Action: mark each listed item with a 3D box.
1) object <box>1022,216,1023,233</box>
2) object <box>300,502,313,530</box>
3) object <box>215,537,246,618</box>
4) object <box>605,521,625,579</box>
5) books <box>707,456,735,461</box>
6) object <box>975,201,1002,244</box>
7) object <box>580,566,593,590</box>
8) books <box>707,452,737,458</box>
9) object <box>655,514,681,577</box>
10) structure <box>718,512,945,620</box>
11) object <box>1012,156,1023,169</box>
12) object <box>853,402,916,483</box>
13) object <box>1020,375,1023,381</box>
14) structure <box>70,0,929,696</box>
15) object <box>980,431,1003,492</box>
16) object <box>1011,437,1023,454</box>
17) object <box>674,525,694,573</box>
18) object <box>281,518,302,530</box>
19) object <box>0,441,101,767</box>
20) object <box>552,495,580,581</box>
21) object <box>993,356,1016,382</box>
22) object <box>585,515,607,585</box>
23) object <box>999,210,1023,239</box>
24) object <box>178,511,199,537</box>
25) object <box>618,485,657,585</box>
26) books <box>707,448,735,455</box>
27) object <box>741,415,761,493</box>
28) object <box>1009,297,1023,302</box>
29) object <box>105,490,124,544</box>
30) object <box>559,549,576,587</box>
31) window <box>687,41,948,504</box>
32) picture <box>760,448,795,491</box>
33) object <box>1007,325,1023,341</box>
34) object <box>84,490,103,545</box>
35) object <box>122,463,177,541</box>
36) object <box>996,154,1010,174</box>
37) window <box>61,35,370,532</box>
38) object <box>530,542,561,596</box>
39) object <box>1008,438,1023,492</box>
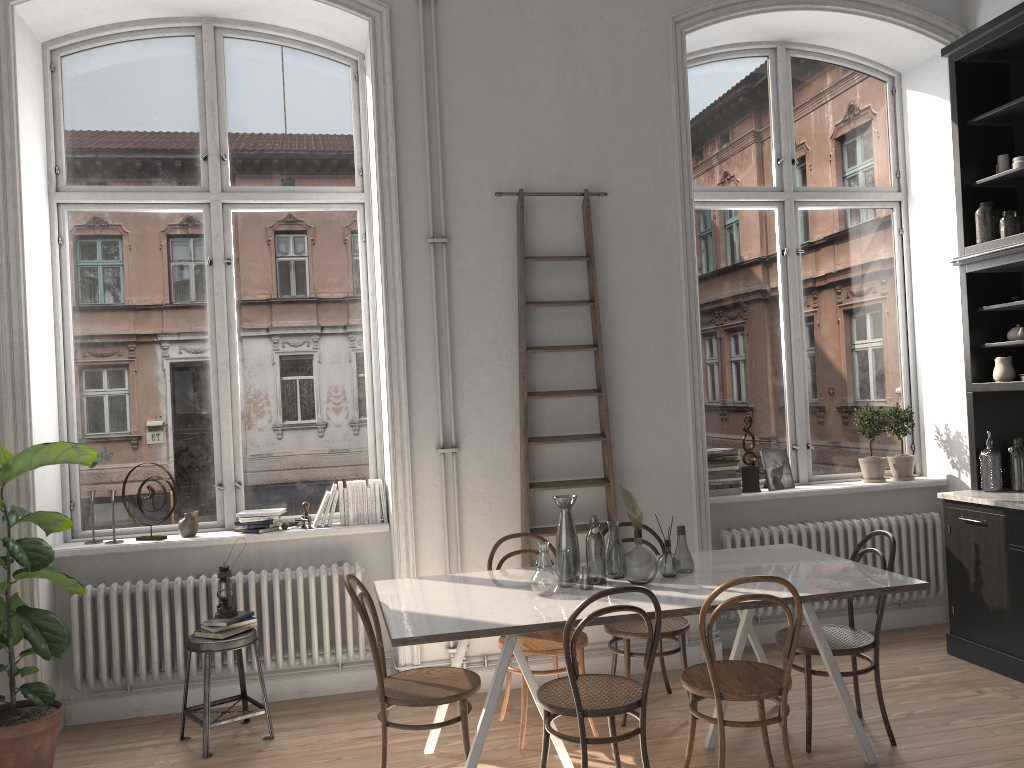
[{"bbox_3d":[3.002,-0.898,5.155,0.114,0.155,0.114,-3,-1,33],"label":"object"},{"bbox_3d":[-1.168,0.744,5.034,0.048,0.153,0.088,-2,-1,-42],"label":"object"},{"bbox_3d":[-1.429,0.978,4.494,0.163,0.383,0.154,-2,-1,-39],"label":"object"},{"bbox_3d":[0.469,0.758,4.057,0.098,0.255,0.100,-2,-1,-36],"label":"object"},{"bbox_3d":[1.285,0.471,5.630,0.231,0.023,0.162,-3,-1,3],"label":"books"},{"bbox_3d":[2.759,-0.928,5.129,0.118,0.238,0.118,-2,-1,-27],"label":"object"},{"bbox_3d":[0.322,0.842,3.851,0.058,0.094,0.058,-3,-1,16],"label":"object"},{"bbox_3d":[1.297,0.448,5.633,0.205,0.020,0.155,-3,-1,-12],"label":"books"},{"bbox_3d":[0.707,0.731,4.025,0.107,0.283,0.107,-3,-1,-17],"label":"object"},{"bbox_3d":[2.005,1.137,5.612,1.577,0.552,0.194,-3,-1,-12],"label":"structure"},{"bbox_3d":[2.907,-1.243,5.060,0.096,0.095,0.096,-3,-1,22],"label":"object"},{"bbox_3d":[2.479,0.385,5.900,0.500,0.524,0.234,-2,-1,-23],"label":"object"},{"bbox_3d":[2.944,-0.037,4.974,0.180,0.037,0.180,-2,-1,-27],"label":"object"},{"bbox_3d":[0.136,-0.535,5.162,5.181,4.473,0.340,-3,-1,-12],"label":"structure"},{"bbox_3d":[2.770,0.444,5.132,0.109,0.349,0.109,-2,-1,-31],"label":"object"},{"bbox_3d":[2.978,0.461,5.192,0.086,0.301,0.086,-3,-1,2],"label":"object"},{"bbox_3d":[0.791,0.764,4.120,0.101,0.211,0.101,-3,-1,27],"label":"object"},{"bbox_3d":[-1.261,0.801,5.069,0.088,0.048,0.153,-3,-1,27],"label":"object"},{"bbox_3d":[0.248,0.759,4.328,5.827,1.842,0.792,-3,-1,-7],"label":"object"},{"bbox_3d":[0.251,0.704,4.051,0.116,0.383,0.116,-3,-1,-1],"label":"object"},{"bbox_3d":[2.840,-0.084,5.113,0.127,0.144,0.115,-2,-1,-34],"label":"object"},{"bbox_3d":[0.373,0.737,3.962,0.086,0.301,0.086,-3,-1,-27],"label":"object"},{"bbox_3d":[2.810,-0.892,4.994,0.114,0.155,0.114,-3,-1,-9],"label":"object"},{"bbox_3d":[-1.800,0.778,4.931,0.100,0.142,0.102,-2,-1,-38],"label":"object"},{"bbox_3d":[0.555,0.655,3.913,0.157,0.446,0.157,-3,-1,6],"label":"object"},{"bbox_3d":[1.289,0.427,5.641,0.201,0.024,0.159,-2,-1,-22],"label":"books"},{"bbox_3d":[1.520,0.446,5.686,0.122,0.488,0.102,-3,-1,12],"label":"object"},{"bbox_3d":[2.946,-0.484,5.185,0.071,0.047,0.071,-3,-1,25],"label":"object"},{"bbox_3d":[-2.173,0.722,4.834,0.095,0.289,0.095,-3,-1,10],"label":"object"},{"bbox_3d":[0.240,0.815,3.931,0.083,0.158,0.083,-3,-1,-17],"label":"object"},{"bbox_3d":[7.154,-5.318,10.275,14.384,15.934,26.403,-3,-1,-12],"label":"window"},{"bbox_3d":[1.700,0.557,5.766,0.221,0.264,0.149,-2,-1,-29],"label":"picture"},{"bbox_3d":[2.926,-0.293,5.121,0.140,0.100,0.125,-2,-1,-31],"label":"object"},{"bbox_3d":[-2.300,0.729,4.865,0.095,0.289,0.095,-3,-1,19],"label":"object"},{"bbox_3d":[-1.996,0.646,4.895,0.347,0.425,0.087,-3,-1,20],"label":"object"},{"bbox_3d":[2.860,-1.258,5.160,0.059,0.135,0.082,-3,-1,16],"label":"object"},{"bbox_3d":[-1.703,-0.621,5.180,1.622,2.843,0.013,-3,-1,-12],"label":"window"},{"bbox_3d":[0.141,0.787,3.779,0.132,0.219,0.132,-3,-1,-23],"label":"object"},{"bbox_3d":[2.901,0.464,5.094,0.086,0.301,0.086,-3,-1,-27],"label":"object"}]
